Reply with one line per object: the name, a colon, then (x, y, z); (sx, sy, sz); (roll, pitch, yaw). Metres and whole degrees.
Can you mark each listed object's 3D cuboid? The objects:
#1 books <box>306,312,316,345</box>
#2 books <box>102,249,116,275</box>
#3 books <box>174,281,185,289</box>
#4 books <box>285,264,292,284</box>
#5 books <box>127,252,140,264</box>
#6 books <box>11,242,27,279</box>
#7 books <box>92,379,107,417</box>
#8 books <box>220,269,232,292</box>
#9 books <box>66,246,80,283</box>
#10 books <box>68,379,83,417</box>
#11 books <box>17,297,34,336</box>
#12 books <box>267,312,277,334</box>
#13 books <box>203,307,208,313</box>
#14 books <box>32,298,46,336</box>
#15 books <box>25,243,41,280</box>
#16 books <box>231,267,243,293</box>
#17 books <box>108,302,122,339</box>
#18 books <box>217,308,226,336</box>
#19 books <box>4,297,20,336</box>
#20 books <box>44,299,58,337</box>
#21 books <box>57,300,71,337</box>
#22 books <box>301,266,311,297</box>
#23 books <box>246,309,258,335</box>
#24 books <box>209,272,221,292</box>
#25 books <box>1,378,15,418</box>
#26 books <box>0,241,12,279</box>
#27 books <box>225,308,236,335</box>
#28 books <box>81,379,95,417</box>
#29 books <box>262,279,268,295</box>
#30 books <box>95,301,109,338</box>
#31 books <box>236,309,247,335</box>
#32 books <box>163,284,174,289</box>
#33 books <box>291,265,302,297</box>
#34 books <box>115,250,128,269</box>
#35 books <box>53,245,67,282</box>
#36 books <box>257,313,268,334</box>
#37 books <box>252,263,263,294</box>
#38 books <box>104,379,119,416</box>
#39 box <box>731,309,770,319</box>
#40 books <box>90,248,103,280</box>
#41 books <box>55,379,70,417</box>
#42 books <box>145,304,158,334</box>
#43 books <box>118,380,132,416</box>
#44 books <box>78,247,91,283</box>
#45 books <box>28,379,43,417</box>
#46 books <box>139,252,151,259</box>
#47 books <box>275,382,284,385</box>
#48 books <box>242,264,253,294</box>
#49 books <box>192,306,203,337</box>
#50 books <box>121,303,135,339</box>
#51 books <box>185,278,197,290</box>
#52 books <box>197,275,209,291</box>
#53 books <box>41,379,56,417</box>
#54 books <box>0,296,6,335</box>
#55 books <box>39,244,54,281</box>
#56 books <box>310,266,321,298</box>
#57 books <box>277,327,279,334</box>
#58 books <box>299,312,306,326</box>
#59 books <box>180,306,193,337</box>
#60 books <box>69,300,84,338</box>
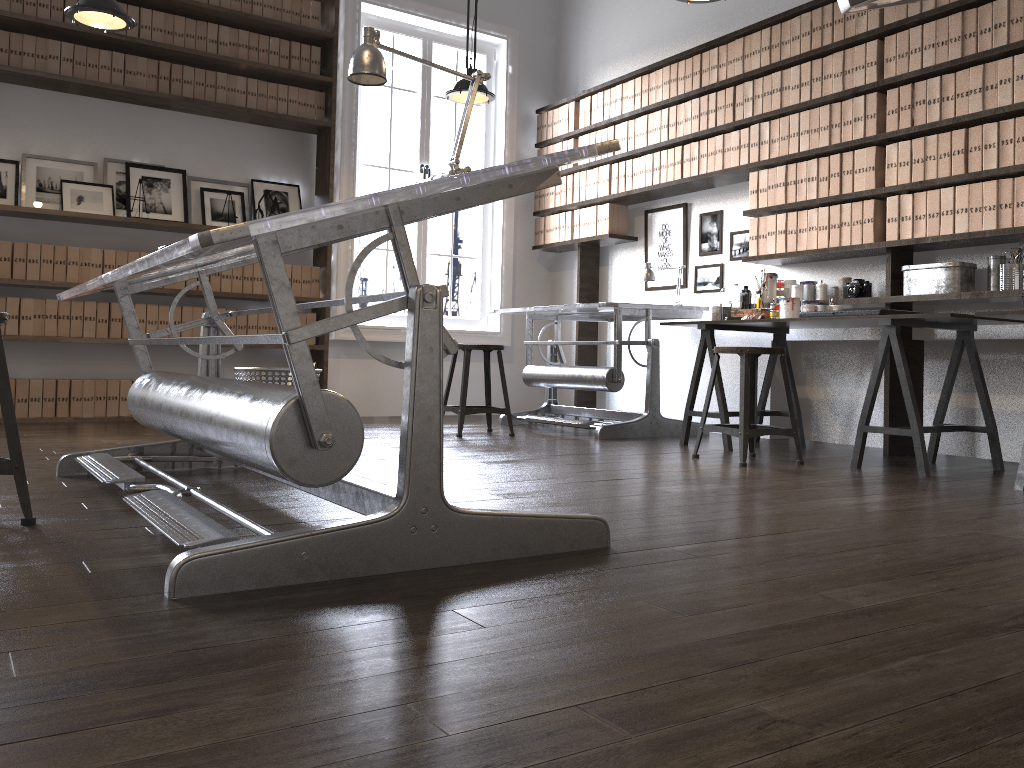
books: (-1.441, -0.387, 6.227); (0.066, 0.226, 0.174); (2, -1, -33)
books: (-2.527, -0.718, 5.526); (0.067, 0.226, 0.174); (2, -1, -33)
books: (-2.178, -0.716, 5.755); (0.066, 0.226, 0.174); (2, -1, -33)
books: (-1.588, -0.711, 6.134); (0.067, 0.226, 0.174); (2, -1, -33)
books: (-2.413, -0.718, 5.607); (0.066, 0.226, 0.174); (2, -1, -33)
books: (-2.935, -0.722, 5.269); (0.066, 0.226, 0.174); (2, -1, -33)
books: (-2.566, 0.086, 5.491); (0.067, 0.226, 0.174); (2, -1, -33)
books: (-1.928, -0.713, 5.914); (0.066, 0.226, 0.174); (2, -1, -33)
books: (-2.696, -0.720, 5.415); (0.067, 0.226, 0.174); (2, -1, -33)
books: (-2.678, 0.085, 5.427); (0.066, 0.226, 0.174); (2, -1, -33)
books: (-2.902, -0.399, 5.282); (0.066, 0.226, 0.174); (2, -1, -33)
books: (-1.674, -0.389, 6.079); (0.066, 0.226, 0.174); (2, -1, -33)
books: (-2.022, -0.392, 5.848); (0.066, 0.226, 0.174); (2, -1, -33)
books: (-2.850, -0.399, 5.318); (0.066, 0.226, 0.174); (2, -1, -33)
books: (-2.872, -0.721, 5.303); (0.066, 0.226, 0.174); (2, -1, -33)
books: (-1.871, -0.713, 5.956); (0.066, 0.226, 0.174); (2, -1, -33)
books: (-2.494, -0.396, 5.544); (0.067, 0.226, 0.174); (2, -1, -33)
books: (-1.963, -0.391, 5.890); (0.066, 0.226, 0.174); (2, -1, -33)
books: (-2.962, -0.399, 5.242); (0.067, 0.226, 0.174); (2, -1, -33)
books: (-2.792, -0.398, 5.350); (0.067, 0.226, 0.174); (2, -1, -33)
books: (-2.738, -0.398, 5.392); (0.066, 0.226, 0.174); (2, -1, -33)
books: (-1.474, -0.710, 6.215); (0.066, 0.226, 0.174); (2, -1, -33)
books: (-1.786, -0.390, 6.003); (0.067, 0.226, 0.174); (2, -1, -33)
books: (-1.991, -0.714, 5.880); (0.066, 0.226, 0.174); (2, -1, -33)
books: (-2.981, 0.083, 5.230); (0.066, 0.226, 0.174); (2, -1, -33)
books: (-2.994, -0.722, 5.223); (0.067, 0.226, 0.174); (2, -1, -33)
books: (-1.906, -0.391, 5.932); (0.066, 0.226, 0.174); (2, -1, -33)
books: (-2.621, 0.086, 5.461); (0.066, 0.226, 0.174); (2, -1, -33)
books: (-1.698, -0.712, 6.067); (0.066, 0.226, 0.174); (2, -1, -33)
books: (-2.560, -0.396, 5.508); (0.066, 0.226, 0.174); (2, -1, -33)
books: (-1.847, -0.390, 5.968); (0.066, 0.226, 0.174); (2, -1, -33)
books: (-2.229, -0.716, 5.717); (0.067, 0.226, 0.174); (2, -1, -33)
books: (-1.531, -0.710, 6.175); (0.066, 0.226, 0.174); (2, -1, -33)
books: (-2.470, -0.718, 5.568); (0.066, 0.226, 0.174); (2, -1, -33)
books: (-2.756, -0.720, 5.384); (0.066, 0.226, 0.174); (2, -1, -33)
books: (-1.726, -0.389, 6.044); (0.066, 0.226, 0.174); (2, -1, -33)
books: (-1.752, -0.712, 6.026); (0.067, 0.226, 0.174); (2, -1, -33)
books: (-2.505, 0.087, 5.531); (0.066, 0.226, 0.174); (2, -1, -33)
box: (1.333, -0.371, 4.881); (0.137, 0.083, 0.212); (1, 1, -33)
books: (-2.589, -0.719, 5.488); (0.066, 0.226, 0.174); (2, -1, -33)
books: (-2.737, 0.085, 5.382); (0.067, 0.226, 0.174); (2, -1, -33)
books: (-2.317, -0.394, 5.661); (0.066, 0.226, 0.174); (2, -1, -33)
books: (-2.446, 0.087, 5.573); (0.066, 0.226, 0.174); (2, -1, -33)
books: (-2.642, -0.719, 5.456); (0.066, 0.226, 0.174); (2, -1, -33)
books: (-2.860, 0.084, 5.304); (0.066, 0.226, 0.174); (2, -1, -33)
books: (-2.352, -0.717, 5.642); (0.066, 0.226, 0.174); (2, -1, -33)
books: (-1.635, 0.094, 6.102); (0.066, 0.226, 0.174); (2, -1, -33)
books: (-1.812, -0.713, 5.995); (0.066, 0.226, 0.174); (2, -1, -33)
books: (-2.082, -0.392, 5.809); (0.067, 0.226, 0.174); (2, -1, -33)
books: (-2.435, -0.395, 5.589); (0.066, 0.226, 0.174); (2, -1, -33)
books: (-2.116, -0.715, 5.799); (0.066, 0.226, 0.174); (2, -1, -33)
books: (-2.051, -0.714, 5.834); (0.067, 0.226, 0.174); (2, -1, -33)
books: (-2.803, 0.084, 5.346); (0.066, 0.226, 0.174); (2, -1, -33)
books: (-3.023, -0.400, 5.207); (0.066, 0.226, 0.174); (2, -1, -33)
books: (-2.815, -0.721, 5.345); (0.066, 0.226, 0.174); (2, -1, -33)
books: (-1.415, -0.709, 6.244); (0.067, 0.226, 0.174); (2, -1, -33)
books: (-1.616, -0.388, 6.112); (0.067, 0.226, 0.174); (2, -1, -33)
books: (-1.503, -0.387, 6.192); (0.066, 0.226, 0.174); (2, -1, -33)
books: (-2.138, -0.393, 5.778); (0.066, 0.226, 0.174); (2, -1, -33)
books: (-2.679, -0.397, 5.430); (0.066, 0.226, 0.174); (2, -1, -33)
